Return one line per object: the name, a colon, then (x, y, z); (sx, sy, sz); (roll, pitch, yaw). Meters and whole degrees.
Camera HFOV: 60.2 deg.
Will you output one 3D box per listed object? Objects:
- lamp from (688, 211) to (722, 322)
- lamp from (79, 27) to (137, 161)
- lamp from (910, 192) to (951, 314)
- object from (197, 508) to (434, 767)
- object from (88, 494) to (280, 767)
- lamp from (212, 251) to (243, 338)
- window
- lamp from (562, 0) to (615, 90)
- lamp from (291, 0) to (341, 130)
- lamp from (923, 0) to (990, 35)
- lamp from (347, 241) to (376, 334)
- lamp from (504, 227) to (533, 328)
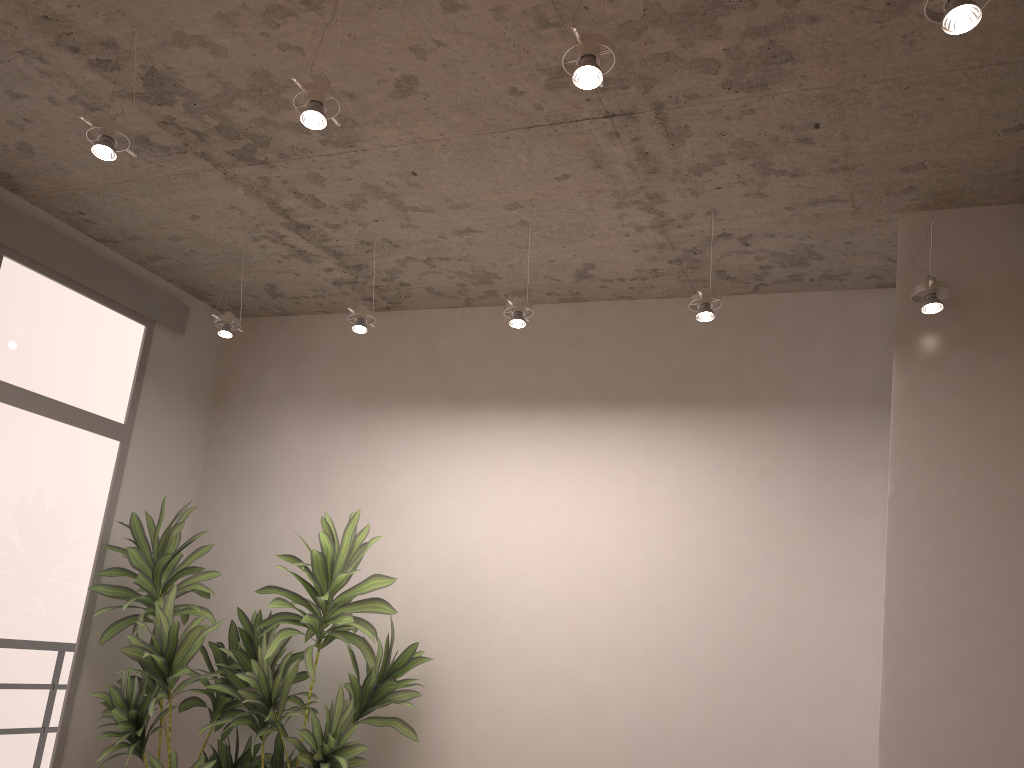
lamp: (0.800, -0.489, 3.596); (0.134, 0.473, 0.203); (9, -12, -8)
lamp: (-1.290, -0.965, 2.901); (0.134, 0.473, 0.203); (9, -12, -8)
lamp: (4.323, 0.442, 0.202); (8.283, 3.332, 0.451); (-7, -18, 42)
object: (-1.027, 1.658, 4.300); (1.086, 2.064, 0.981); (-2, -16, 37)
object: (-1.652, 1.658, 4.563); (0.973, 2.064, 1.095); (-4, -17, 42)
lamp: (-1.451, -0.475, 4.601); (0.134, 0.473, 0.203); (9, -12, -8)
window: (-3.819, -0.257, 1.213); (0.062, 3.210, 8.738); (2, -17, 24)
lamp: (0.211, -0.974, 2.231); (0.134, 0.473, 0.203); (9, -12, -8)
lamp: (-0.539, -0.969, 2.566); (0.134, 0.473, 0.203); (9, -12, -8)
lamp: (0.961, -0.979, 1.896); (0.134, 0.473, 0.203); (9, -12, -8)
lamp: (-0.701, -0.480, 4.266); (0.134, 0.473, 0.203); (9, -12, -8)
lamp: (0.049, -0.485, 3.931); (0.134, 0.473, 0.203); (9, -12, -8)
